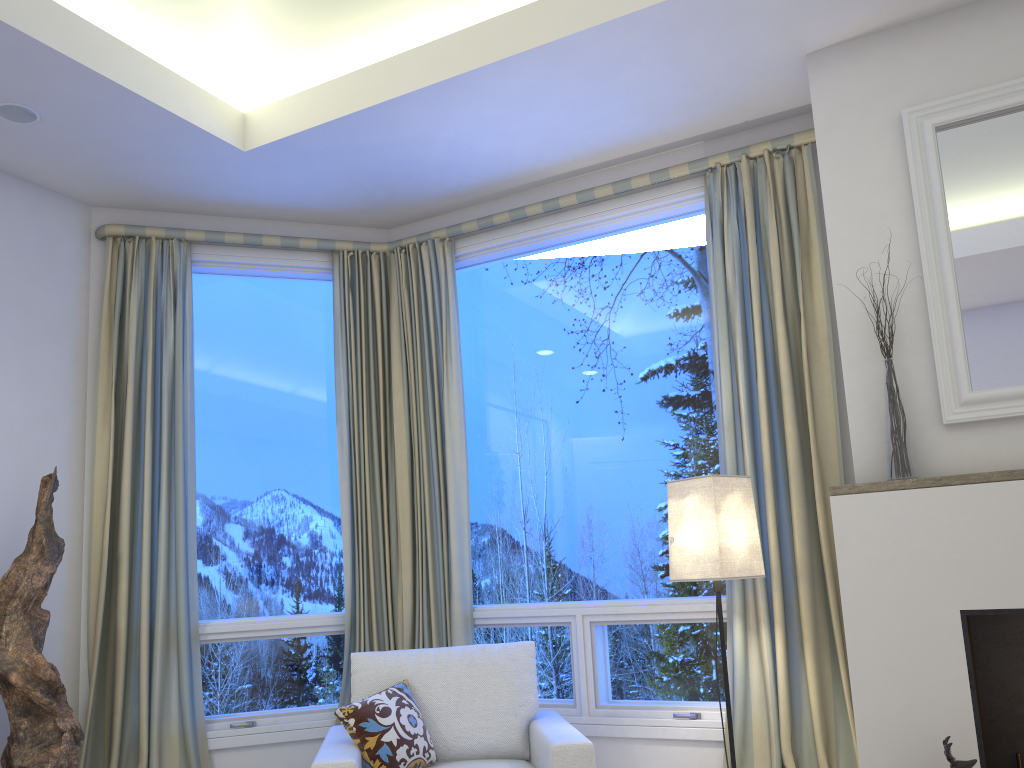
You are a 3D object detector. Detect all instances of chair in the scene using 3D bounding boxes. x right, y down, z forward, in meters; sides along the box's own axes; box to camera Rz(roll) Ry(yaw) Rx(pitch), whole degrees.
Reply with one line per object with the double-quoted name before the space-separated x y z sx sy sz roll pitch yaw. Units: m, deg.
"chair" -0.194 1.201 2.785 0.806 0.700 0.694 -2 -11 -7

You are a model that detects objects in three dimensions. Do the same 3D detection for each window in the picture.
"window" 1.574 -0.013 2.299 6.866 2.008 0.819 -9 -12 27
"window" 0.342 0.307 3.462 1.517 2.009 0.207 -9 -11 27

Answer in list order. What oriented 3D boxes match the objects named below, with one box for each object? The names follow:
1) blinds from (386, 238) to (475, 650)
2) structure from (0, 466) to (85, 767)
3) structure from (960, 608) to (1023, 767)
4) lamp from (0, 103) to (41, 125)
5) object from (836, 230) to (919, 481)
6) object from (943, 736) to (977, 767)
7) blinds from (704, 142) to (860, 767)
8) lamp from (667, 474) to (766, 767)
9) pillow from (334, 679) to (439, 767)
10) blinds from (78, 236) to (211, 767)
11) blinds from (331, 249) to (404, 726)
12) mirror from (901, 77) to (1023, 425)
"blinds" -0.370 0.538 3.566 0.526 2.347 0.268 -7 -10 20
"structure" -1.583 0.962 2.940 0.264 1.381 0.307 -8 -11 28
"structure" 1.683 0.865 2.274 0.877 0.609 0.478 -9 -12 27
"lamp" -1.613 -0.874 2.885 0.137 0.014 0.138 -3 -12 -1
"object" 1.061 -0.078 2.472 0.189 0.687 0.194 3 -12 -34
"object" 1.051 1.028 2.164 0.180 0.305 0.097 -6 -10 14
"blinds" 0.846 0.335 2.937 0.663 2.347 0.229 -9 -11 32
"lamp" 0.165 1.004 3.126 1.537 1.195 0.277 -12 -13 39
"pillow" -0.385 1.076 2.760 0.188 0.269 0.286 -11 -13 36
"blinds" -1.394 0.533 3.310 0.642 2.353 0.297 1 -10 -21
"blinds" -0.557 0.557 3.611 0.524 2.350 0.272 0 -10 -19
"mirror" 1.543 -0.408 2.343 0.843 0.932 0.039 -9 -11 27
